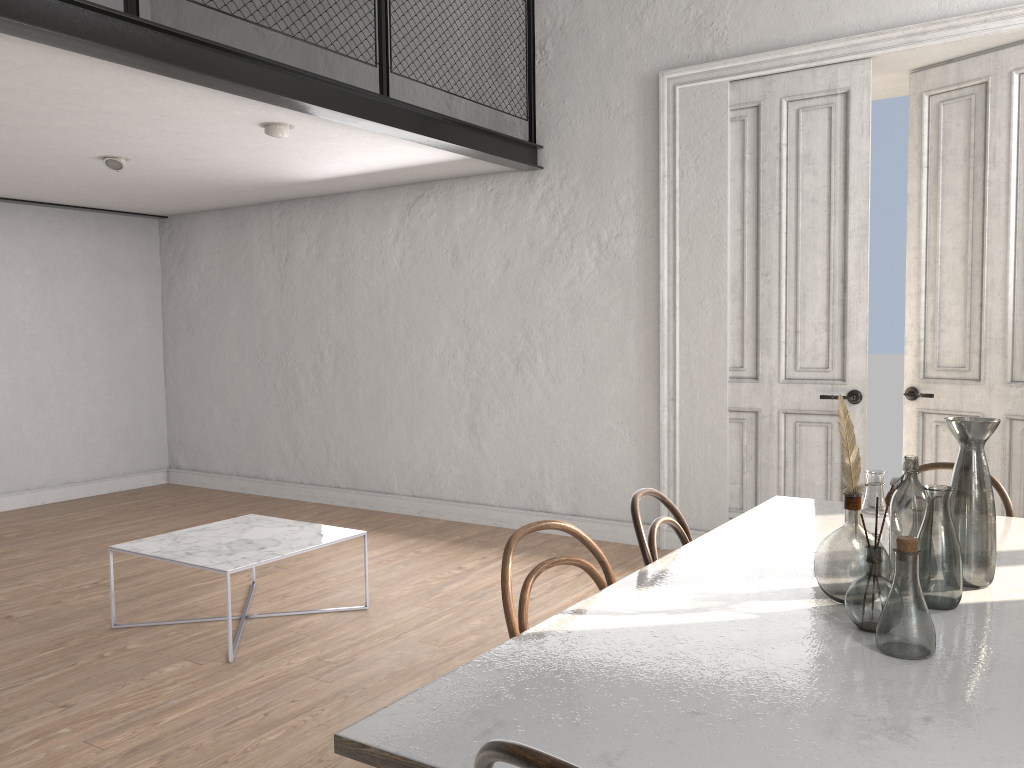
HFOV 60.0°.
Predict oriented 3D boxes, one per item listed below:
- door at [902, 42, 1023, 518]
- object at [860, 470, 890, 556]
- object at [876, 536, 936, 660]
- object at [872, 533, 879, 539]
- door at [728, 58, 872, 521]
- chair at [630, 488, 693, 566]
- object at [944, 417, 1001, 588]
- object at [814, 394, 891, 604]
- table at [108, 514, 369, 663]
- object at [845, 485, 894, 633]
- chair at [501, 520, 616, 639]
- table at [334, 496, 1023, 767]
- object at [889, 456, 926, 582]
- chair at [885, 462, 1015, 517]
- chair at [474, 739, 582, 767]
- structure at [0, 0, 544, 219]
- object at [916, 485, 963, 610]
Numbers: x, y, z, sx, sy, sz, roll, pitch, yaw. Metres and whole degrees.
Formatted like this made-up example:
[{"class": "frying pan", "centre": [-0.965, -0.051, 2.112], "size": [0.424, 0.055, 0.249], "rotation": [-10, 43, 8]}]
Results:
[{"class": "door", "centre": [2.573, -0.347, 4.688], "size": [0.216, 2.816, 1.096], "rotation": [-3, 5, -32]}, {"class": "object", "centre": [0.948, 0.338, 2.319], "size": [0.132, 0.219, 0.132], "rotation": [1, 4, 23]}, {"class": "object", "centre": [0.722, 0.386, 1.623], "size": [0.101, 0.212, 0.101], "rotation": [-2, 4, -17]}, {"class": "object", "centre": [0.873, 0.412, 2.149], "size": [0.058, 0.094, 0.058], "rotation": [-3, 4, -28]}, {"class": "door", "centre": [1.510, -0.362, 5.187], "size": [1.097, 2.816, 0.216], "rotation": [2, 5, 35]}, {"class": "chair", "centre": [0.611, 0.765, 2.460], "size": [0.549, 0.921, 0.437], "rotation": [1, 4, 29]}, {"class": "object", "centre": [1.055, 0.271, 2.041], "size": [0.116, 0.383, 0.116], "rotation": [3, 5, 44]}, {"class": "object", "centre": [0.739, 0.251, 1.924], "size": [0.156, 0.446, 0.157], "rotation": [-4, 5, -39]}, {"class": "table", "centre": [-1.306, 0.942, 4.300], "size": [0.849, 0.392, 0.849], "rotation": [2, 4, 33]}, {"class": "object", "centre": [0.713, 0.343, 1.746], "size": [0.106, 0.284, 0.106], "rotation": [1, 4, 28]}, {"class": "chair", "centre": [0.259, 0.798, 1.992], "size": [0.549, 0.921, 0.437], "rotation": [3, 5, 44]}, {"class": "table", "centre": [0.802, 0.861, 1.967], "size": [1.100, 0.780, 2.199], "rotation": [2, 4, 33]}, {"class": "object", "centre": [0.908, 0.314, 2.023], "size": [0.086, 0.301, 0.086], "rotation": [1, 4, 19]}, {"class": "chair", "centre": [1.317, 0.736, 2.788], "size": [0.438, 0.921, 0.549], "rotation": [3, 5, 42]}, {"class": "chair", "centre": [0.229, 0.847, 1.177], "size": [0.549, 0.921, 0.437], "rotation": [-4, 5, -44]}, {"class": "structure", "centre": [-3.161, -1.907, 4.521], "size": [4.157, 1.214, 5.924], "rotation": [2, 4, 33]}, {"class": "object", "centre": [0.907, 0.346, 1.891], "size": [0.100, 0.255, 0.098], "rotation": [0, 4, 10]}]
